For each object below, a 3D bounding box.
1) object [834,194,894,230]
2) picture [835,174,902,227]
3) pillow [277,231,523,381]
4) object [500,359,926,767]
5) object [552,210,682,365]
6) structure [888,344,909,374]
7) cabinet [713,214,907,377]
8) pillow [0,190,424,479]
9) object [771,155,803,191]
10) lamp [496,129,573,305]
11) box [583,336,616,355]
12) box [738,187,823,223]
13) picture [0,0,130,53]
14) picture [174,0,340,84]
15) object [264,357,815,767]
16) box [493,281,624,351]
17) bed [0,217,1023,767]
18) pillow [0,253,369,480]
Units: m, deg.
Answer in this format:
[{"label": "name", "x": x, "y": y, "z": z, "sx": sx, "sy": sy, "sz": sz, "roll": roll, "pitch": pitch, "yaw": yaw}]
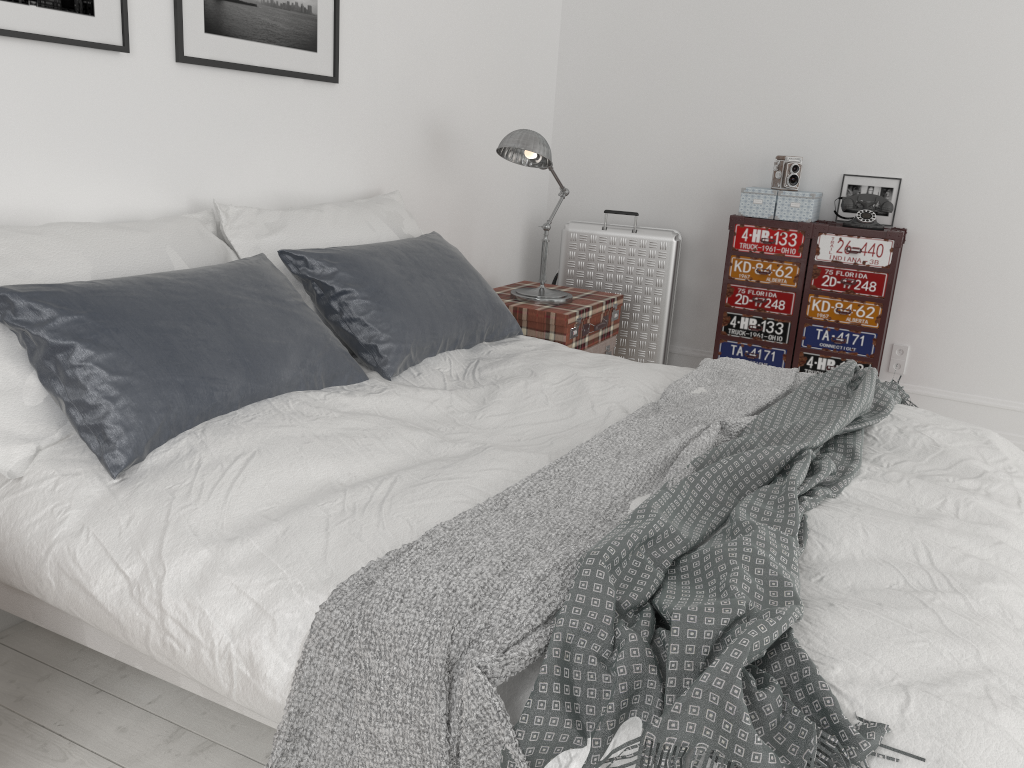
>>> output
[{"label": "object", "x": 1.588, "y": -0.785, "z": 4.016, "sx": 0.181, "sy": 0.155, "sz": 0.216, "roll": -7, "pitch": 19, "yaw": -33}, {"label": "picture", "x": 1.652, "y": -0.853, "z": 4.116, "sx": 0.254, "sy": 0.218, "sz": 0.037, "roll": 11, "pitch": 17, "yaw": 25}, {"label": "pillow", "x": -0.317, "y": -0.277, "z": 2.841, "sx": 0.405, "sy": 0.339, "sz": 0.842, "roll": 11, "pitch": 17, "yaw": 25}, {"label": "object", "x": 0.685, "y": 0.302, "z": 1.953, "sx": 0.536, "sy": 0.377, "sz": 2.154, "roll": 12, "pitch": 18, "yaw": 27}, {"label": "object", "x": 0.517, "y": -0.447, "z": 4.595, "sx": 0.647, "sy": 0.902, "sz": 0.208, "roll": 8, "pitch": 16, "yaw": 15}, {"label": "structure", "x": 1.837, "y": -0.118, "z": 4.216, "sx": 0.070, "sy": 0.140, "sz": 0.009, "roll": 11, "pitch": 17, "yaw": 25}, {"label": "cabinet", "x": 1.383, "y": -0.301, "z": 4.228, "sx": 0.762, "sy": 0.942, "sz": 0.281, "roll": 11, "pitch": 17, "yaw": 25}, {"label": "pillow", "x": -0.704, "y": -0.274, "z": 2.542, "sx": 0.465, "sy": 0.529, "sz": 1.965, "roll": 11, "pitch": 17, "yaw": 24}, {"label": "object", "x": 1.288, "y": -0.980, "z": 4.124, "sx": 0.121, "sy": 0.157, "sz": 0.117, "roll": 0, "pitch": 16, "yaw": -14}, {"label": "lamp", "x": 0.111, "y": -0.685, "z": 3.665, "sx": 0.269, "sy": 0.699, "sz": 0.488, "roll": 11, "pitch": 17, "yaw": 25}, {"label": "box", "x": 0.115, "y": -0.108, "z": 3.933, "sx": 0.537, "sy": 0.185, "sz": 0.647, "roll": 11, "pitch": 17, "yaw": 25}, {"label": "box", "x": 1.262, "y": -0.845, "z": 4.166, "sx": 0.332, "sy": 0.131, "sz": 0.242, "roll": 11, "pitch": 17, "yaw": 25}, {"label": "picture", "x": -1.105, "y": -1.201, "z": 1.985, "sx": 0.015, "sy": 0.810, "sz": 0.545, "roll": 11, "pitch": 17, "yaw": 25}, {"label": "picture", "x": -0.757, "y": -1.208, "z": 2.724, "sx": 0.015, "sy": 0.486, "sz": 0.720, "roll": 11, "pitch": 17, "yaw": 25}, {"label": "object", "x": 0.338, "y": 0.340, "z": 2.118, "sx": 0.521, "sy": 0.500, "sz": 2.236, "roll": 12, "pitch": 18, "yaw": 28}, {"label": "box", "x": 0.148, "y": -0.297, "z": 3.934, "sx": 0.537, "sy": 0.185, "sz": 0.647, "roll": 11, "pitch": 17, "yaw": 25}, {"label": "bed", "x": 0.108, "y": 0.179, "z": 2.211, "sx": 2.473, "sy": 0.926, "sz": 2.217, "roll": 11, "pitch": 17, "yaw": 25}, {"label": "pillow", "x": -0.728, "y": -0.089, "z": 2.070, "sx": 0.405, "sy": 0.329, "sz": 0.837, "roll": 11, "pitch": 17, "yaw": 25}]
